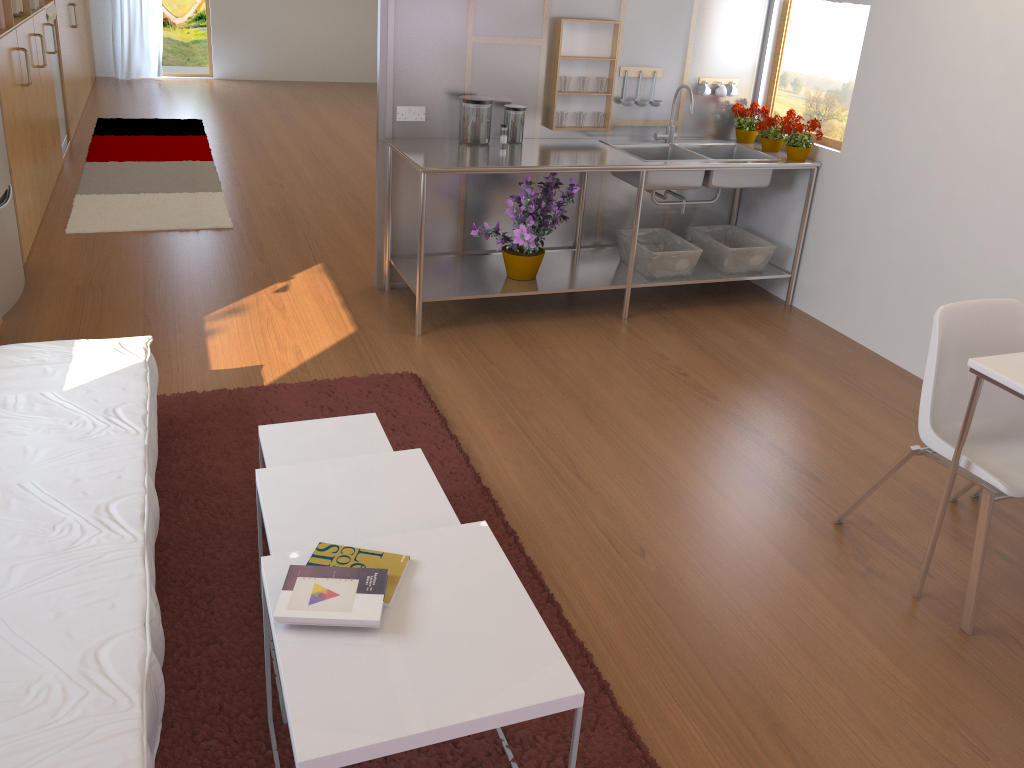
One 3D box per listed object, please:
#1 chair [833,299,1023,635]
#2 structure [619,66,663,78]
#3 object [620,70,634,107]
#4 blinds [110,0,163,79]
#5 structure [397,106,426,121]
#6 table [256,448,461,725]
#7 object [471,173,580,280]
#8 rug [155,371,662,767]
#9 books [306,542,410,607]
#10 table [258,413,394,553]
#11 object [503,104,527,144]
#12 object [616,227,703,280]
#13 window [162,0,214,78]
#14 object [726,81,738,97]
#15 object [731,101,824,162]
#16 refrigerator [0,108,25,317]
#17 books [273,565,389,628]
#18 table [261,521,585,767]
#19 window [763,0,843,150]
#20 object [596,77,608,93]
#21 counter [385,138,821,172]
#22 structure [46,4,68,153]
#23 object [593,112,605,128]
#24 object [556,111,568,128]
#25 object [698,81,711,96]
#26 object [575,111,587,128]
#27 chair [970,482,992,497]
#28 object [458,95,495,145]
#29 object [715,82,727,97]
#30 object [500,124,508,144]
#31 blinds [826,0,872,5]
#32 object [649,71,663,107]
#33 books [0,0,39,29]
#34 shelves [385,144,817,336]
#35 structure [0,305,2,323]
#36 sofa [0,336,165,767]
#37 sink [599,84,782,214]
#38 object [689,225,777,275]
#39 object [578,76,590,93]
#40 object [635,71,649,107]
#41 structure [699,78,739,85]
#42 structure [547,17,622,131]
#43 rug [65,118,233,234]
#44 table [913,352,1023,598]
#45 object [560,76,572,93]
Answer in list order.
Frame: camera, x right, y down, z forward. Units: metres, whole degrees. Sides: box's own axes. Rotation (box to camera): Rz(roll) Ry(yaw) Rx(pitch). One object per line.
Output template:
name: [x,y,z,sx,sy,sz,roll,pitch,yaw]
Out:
chair: [1.409,0.187,2.584,0.532,0.764,0.561,-5,25,-21]
structure: [0.682,-1.639,4.648,0.251,0.050,0.016,-6,25,-21]
object: [0.609,-1.539,4.614,0.075,0.178,0.076,8,23,8]
blinds: [-3.561,-4.752,10.790,2.854,1.981,0.239,-6,24,-21]
structure: [-0.490,-1.314,4.298,0.142,0.069,0.011,-6,24,-21]
table: [-0.373,0.462,2.148,0.425,0.373,0.470,-5,26,-20]
object: [0.086,-0.770,4.267,0.527,0.538,0.359,-10,27,-29]
rug: [-0.847,0.600,2.253,1.889,0.020,2.545,-6,27,-20]
books: [-0.317,0.379,1.765,0.193,0.015,0.157,7,25,6]
table: [-0.518,0.322,2.507,0.342,0.300,0.379,-5,26,-20]
object: [0.010,-1.294,4.405,0.113,0.172,0.116,4,23,-2]
object: [0.758,-0.684,4.643,0.299,0.154,0.425,-5,27,-20]
window: [-4.148,-4.664,10.776,0.876,1.738,0.026,-5,24,-21]
object: [1.212,-1.621,4.860,0.059,0.078,0.064,-5,25,-20]
object: [1.382,-1.347,4.679,0.233,0.229,0.706,-5,26,-20]
refrigerator: [-2.426,-0.880,4.008,0.262,0.960,0.732,-4,25,-20]
books: [-0.340,0.400,1.681,0.193,0.015,0.157,3,25,-3]
table: [-0.208,0.638,1.741,0.486,0.426,0.538,-5,26,-20]
window: [1.584,-1.663,4.557,0.026,0.773,0.743,-4,25,-20]
object: [0.461,-1.538,4.553,0.062,0.075,0.062,24,30,37]
counter: [0.478,-1.151,4.401,2.114,0.021,0.666,-6,27,-21]
structure: [-3.579,-2.301,6.690,0.316,1.049,0.744,-5,25,-20]
object: [0.449,-1.379,4.618,0.062,0.075,0.062,24,30,37]
object: [0.256,-1.358,4.545,0.061,0.075,0.063,0,24,-10]
object: [1.051,-1.604,4.799,0.059,0.078,0.064,-5,25,-20]
object: [0.352,-1.369,4.581,0.062,0.075,0.062,24,30,37]
chair: [1.964,0.129,2.794,0.532,0.764,0.561,-5,25,-21]
object: [-0.177,-1.284,4.307,0.172,0.210,0.177,1,24,-8]
object: [1.141,-1.610,4.828,0.059,0.079,0.064,-2,24,-14]
object: [-0.040,-1.217,4.302,0.037,0.090,0.038,1,23,-7]
blinds: [1.569,-1.968,4.416,0.048,0.108,0.743,-5,27,-20]
object: [0.769,-1.556,4.674,0.075,0.178,0.076,8,23,8]
books: [-3.075,-2.583,5.345,0.189,0.640,3.190,-4,27,-20]
shelves: [0.451,-0.797,4.547,2.097,0.732,0.649,-6,26,-21]
structure: [-2.045,-0.430,3.346,0.013,0.702,0.841,-4,25,-20]
sofa: [-1.211,0.411,1.883,0.864,0.612,2.416,-5,27,-20]
sink: [0.905,-1.214,4.587,0.812,0.623,0.578,-5,25,-21]
object: [1.182,-0.729,4.804,0.299,0.154,0.425,-5,27,-20]
object: [0.365,-1.528,4.516,0.062,0.075,0.062,24,30,37]
object: [0.689,-1.548,4.644,0.075,0.178,0.076,8,23,8]
structure: [1.138,-1.649,4.822,0.251,0.031,0.042,-6,26,-21]
structure: [0.365,-1.572,4.506,0.328,0.530,0.078,-5,24,-21]
rug: [-2.791,-1.716,6.837,0.918,0.011,3.818,-6,27,-20]
table: [1.878,0.401,2.255,1.211,0.723,0.922,-6,26,-20]
object: [0.268,-1.518,4.479,0.061,0.075,0.063,0,24,-10]
